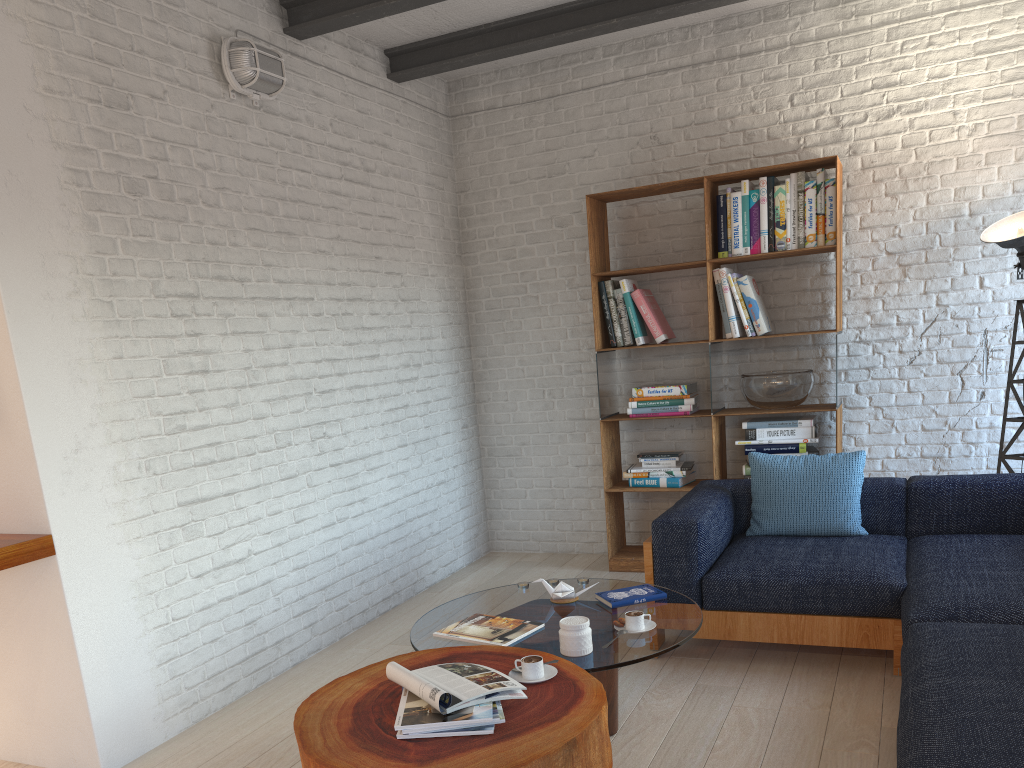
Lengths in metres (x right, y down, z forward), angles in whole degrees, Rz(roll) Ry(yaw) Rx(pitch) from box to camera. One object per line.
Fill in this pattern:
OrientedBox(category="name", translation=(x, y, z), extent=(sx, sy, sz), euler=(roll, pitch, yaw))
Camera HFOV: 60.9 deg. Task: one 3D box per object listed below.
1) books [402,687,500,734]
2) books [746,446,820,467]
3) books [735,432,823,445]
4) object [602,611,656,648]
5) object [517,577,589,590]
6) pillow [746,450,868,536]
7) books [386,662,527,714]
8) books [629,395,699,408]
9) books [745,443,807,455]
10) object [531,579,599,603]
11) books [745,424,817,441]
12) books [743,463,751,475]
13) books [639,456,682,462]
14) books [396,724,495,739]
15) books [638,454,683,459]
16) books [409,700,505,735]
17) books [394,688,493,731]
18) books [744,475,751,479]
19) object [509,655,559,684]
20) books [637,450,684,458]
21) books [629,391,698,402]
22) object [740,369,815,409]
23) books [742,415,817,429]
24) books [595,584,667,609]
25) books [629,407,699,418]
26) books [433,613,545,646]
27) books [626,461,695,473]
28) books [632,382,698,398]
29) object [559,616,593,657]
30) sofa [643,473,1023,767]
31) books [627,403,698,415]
OrientedBox(category="books", translation=(-0.175, 0.874, 2.397), extent=(0.252, 0.011, 0.311), euler=(-5, 3, -6))
OrientedBox(category="books", translation=(1.531, 0.409, 4.954), extent=(0.380, 0.066, 0.237), euler=(-4, 4, 11))
OrientedBox(category="books", translation=(1.513, 0.310, 4.937), extent=(0.445, 0.021, 0.265), euler=(-4, 3, 25))
OrientedBox(category="object", translation=(0.407, 0.833, 2.984), extent=(0.155, 0.059, 0.263), euler=(-4, 3, 17))
OrientedBox(category="object", translation=(0.173, 0.834, 3.666), extent=(0.302, 0.028, 0.066), euler=(-5, 4, 2))
OrientedBox(category="pillow", translation=(1.389, 0.519, 4.125), extent=(0.556, 0.421, 0.216), euler=(-2, 11, 23))
OrientedBox(category="books", translation=(-0.160, 0.845, 2.460), extent=(0.269, 0.112, 0.318), euler=(-8, 5, -33))
OrientedBox(category="books", translation=(0.898, 0.103, 5.147), extent=(0.380, 0.037, 0.237), euler=(-4, 3, 18))
OrientedBox(category="books", translation=(1.496, 0.351, 4.942), extent=(0.327, 0.057, 0.248), euler=(-4, 3, 19))
OrientedBox(category="object", translation=(0.211, 0.808, 3.454), extent=(0.190, 0.094, 0.185), euler=(-9, 6, -40))
OrientedBox(category="books", translation=(1.525, 0.265, 4.940), extent=(0.380, 0.066, 0.237), euler=(-4, 4, 19))
OrientedBox(category="books", translation=(1.532, 0.469, 4.987), extent=(0.362, 0.057, 0.275), euler=(-4, 4, 27))
OrientedBox(category="books", translation=(0.900, 0.447, 5.278), extent=(0.237, 0.019, 0.166), euler=(-4, 3, 18))
OrientedBox(category="books", translation=(-0.164, 0.895, 2.401), extent=(0.253, 0.011, 0.310), euler=(-5, 3, 4))
OrientedBox(category="books", translation=(0.902, 0.433, 5.266), extent=(0.243, 0.008, 0.152), euler=(-4, 3, 25))
OrientedBox(category="books", translation=(-0.161, 0.883, 2.413), extent=(0.252, 0.011, 0.311), euler=(-5, 3, -6))
OrientedBox(category="books", translation=(-0.180, 0.864, 2.388), extent=(0.252, 0.011, 0.310), euler=(-5, 3, -1))
OrientedBox(category="books", translation=(1.531, 0.531, 4.983), extent=(0.380, 0.066, 0.237), euler=(-4, 4, 19))
OrientedBox(category="object", translation=(0.065, 0.845, 2.611), extent=(0.147, 0.057, 0.170), euler=(-4, 4, 14))
OrientedBox(category="books", translation=(0.898, 0.421, 5.251), extent=(0.252, 0.017, 0.158), euler=(-4, 3, 25))
OrientedBox(category="books", translation=(0.902, 0.073, 5.159), extent=(0.356, 0.021, 0.265), euler=(-4, 3, 23))
OrientedBox(category="object", translation=(1.490, 0.035, 4.905), extent=(0.396, 0.207, 0.397), euler=(-7, 5, -24))
OrientedBox(category="books", translation=(1.514, 0.215, 4.927), extent=(0.380, 0.037, 0.238), euler=(-4, 3, 25))
OrientedBox(category="books", translation=(0.461, 0.825, 3.389), extent=(0.230, 0.023, 0.159), euler=(-6, 3, -17))
OrientedBox(category="books", translation=(0.908, 0.168, 5.174), extent=(0.356, 0.021, 0.265), euler=(-4, 3, 25))
OrientedBox(category="books", translation=(-0.085, 0.890, 3.159), extent=(0.318, 0.011, 0.246), euler=(-3, 4, 37))
OrientedBox(category="books", translation=(0.899, 0.501, 5.260), extent=(0.380, 0.019, 0.237), euler=(-4, 3, 17))
OrientedBox(category="books", translation=(0.905, 0.034, 5.145), extent=(0.327, 0.057, 0.248), euler=(-3, 4, 27))
OrientedBox(category="object", translation=(0.209, 0.829, 2.869), extent=(0.107, 0.111, 0.105), euler=(2, 10, 40))
OrientedBox(category="sofa", translation=(1.148, 0.899, 2.544), extent=(2.082, 0.679, 3.844), euler=(-3, 4, 25))
OrientedBox(category="books", translation=(0.894, 0.140, 5.166), extent=(0.380, 0.037, 0.237), euler=(-4, 3, 20))
